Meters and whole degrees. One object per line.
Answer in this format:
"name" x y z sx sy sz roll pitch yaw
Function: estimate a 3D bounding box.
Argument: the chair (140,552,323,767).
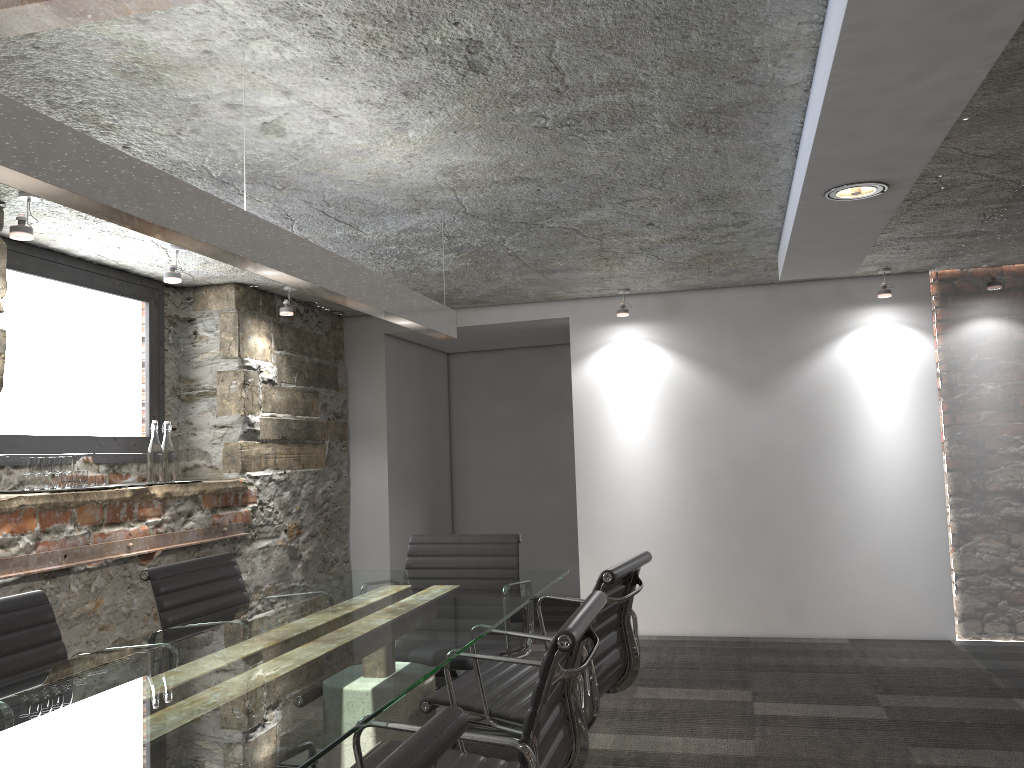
"chair" -0.821 1.002 2.927 0.667 0.837 0.693 -2 -5 6

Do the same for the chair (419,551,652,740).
"chair" 0.101 0.950 2.676 0.667 0.837 0.693 -3 -5 12

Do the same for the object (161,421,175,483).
"object" -1.665 0.330 4.283 0.073 0.300 0.073 -1 -5 -17

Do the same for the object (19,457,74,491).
"object" -1.888 0.362 3.596 0.108 0.131 0.218 -3 -5 12

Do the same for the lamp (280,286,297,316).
"lamp" -1.268 -0.472 5.024 0.098 0.165 0.077 2 -6 -43

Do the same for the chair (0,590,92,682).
"chair" -1.056 0.944 2.081 0.667 0.837 0.693 -2 -5 5

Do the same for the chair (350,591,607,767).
"chair" -0.105 0.893 1.857 0.667 0.837 0.693 -2 -5 4

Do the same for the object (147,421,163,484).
"object" -1.688 0.324 4.193 0.073 0.300 0.073 -1 -5 -17

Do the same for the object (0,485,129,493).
"object" -1.875 0.438 3.693 0.310 0.007 0.457 -3 -5 14

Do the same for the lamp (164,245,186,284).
"lamp" -1.526 -0.542 4.016 0.098 0.165 0.077 2 -6 -43

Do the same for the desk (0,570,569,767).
"desk" -0.598 0.981 1.948 0.909 0.711 3.154 -3 -5 14

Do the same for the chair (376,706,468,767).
"chair" -0.384 0.832 0.960 0.667 0.837 0.693 -2 -5 5

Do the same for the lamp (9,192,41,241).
"lamp" -1.742 -0.601 3.174 0.098 0.165 0.077 2 -6 -43

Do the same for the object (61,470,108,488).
"object" -1.841 0.407 3.803 0.111 0.072 0.191 -4 -5 22

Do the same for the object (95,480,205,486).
"object" -1.735 0.476 4.238 0.310 0.007 0.457 -3 -5 14

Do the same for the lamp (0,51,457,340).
"lamp" -0.655 -0.548 2.068 0.073 0.524 3.159 -3 -5 14

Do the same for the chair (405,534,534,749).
"chair" -0.252 1.015 3.345 0.693 0.837 0.667 -3 -5 6
